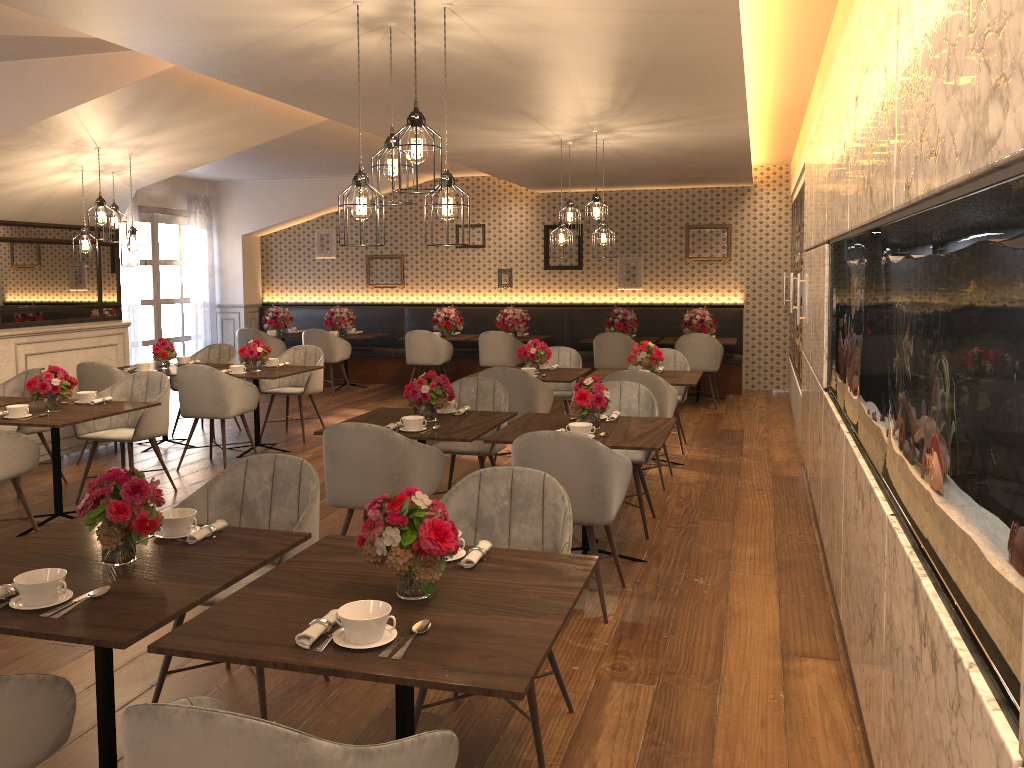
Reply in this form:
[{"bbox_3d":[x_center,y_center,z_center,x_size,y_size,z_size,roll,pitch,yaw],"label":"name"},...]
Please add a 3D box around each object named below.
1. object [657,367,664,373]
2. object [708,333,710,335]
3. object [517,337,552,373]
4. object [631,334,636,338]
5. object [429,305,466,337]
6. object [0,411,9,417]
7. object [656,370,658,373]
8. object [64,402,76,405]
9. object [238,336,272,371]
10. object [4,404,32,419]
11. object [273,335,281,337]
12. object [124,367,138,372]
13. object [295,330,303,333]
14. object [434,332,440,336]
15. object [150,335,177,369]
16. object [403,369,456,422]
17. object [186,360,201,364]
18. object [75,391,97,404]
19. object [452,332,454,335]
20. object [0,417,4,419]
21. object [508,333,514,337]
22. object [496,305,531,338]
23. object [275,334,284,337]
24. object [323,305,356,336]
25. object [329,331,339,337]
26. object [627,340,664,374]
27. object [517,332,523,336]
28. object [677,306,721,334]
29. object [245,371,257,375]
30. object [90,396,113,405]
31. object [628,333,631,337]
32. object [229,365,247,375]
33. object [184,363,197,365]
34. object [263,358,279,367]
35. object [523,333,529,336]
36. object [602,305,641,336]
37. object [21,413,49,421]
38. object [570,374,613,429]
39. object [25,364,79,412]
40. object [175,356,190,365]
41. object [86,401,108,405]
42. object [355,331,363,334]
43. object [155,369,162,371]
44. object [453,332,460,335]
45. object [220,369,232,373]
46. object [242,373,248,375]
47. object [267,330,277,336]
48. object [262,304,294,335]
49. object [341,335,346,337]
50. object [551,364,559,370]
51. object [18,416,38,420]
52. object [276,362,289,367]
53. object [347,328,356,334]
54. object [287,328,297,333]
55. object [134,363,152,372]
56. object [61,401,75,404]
[{"bbox_3d":[1.257,-0.122,7.479,0.056,0.039,0.176,1,7,16],"label":"object"},{"bbox_3d":[2.416,-0.609,11.125,0.148,0.072,0.149,-4,8,-32],"label":"object"},{"bbox_3d":[0.192,-0.247,7.483,0.305,0.300,0.235,-1,5,-7],"label":"object"},{"bbox_3d":[1.561,-0.617,11.365,0.056,0.039,0.176,1,7,16],"label":"object"},{"bbox_3d":[-0.851,-0.837,11.723,0.420,0.423,0.407,-4,6,-31],"label":"object"},{"bbox_3d":[-3.072,0.180,5.340,0.056,0.039,0.176,1,7,16],"label":"object"},{"bbox_3d":[1.222,-0.114,7.480,0.025,0.024,0.193,1,7,16],"label":"object"},{"bbox_3d":[-2.915,0.126,5.901,0.022,0.004,0.212,2,7,15],"label":"object"},{"bbox_3d":[-2.253,-0.266,7.780,0.234,0.300,0.306,3,7,35],"label":"object"},{"bbox_3d":[-2.963,0.167,5.308,0.148,0.072,0.149,-2,7,-17],"label":"object"},{"bbox_3d":[-3.196,-0.658,12.092,0.022,0.004,0.212,2,7,15],"label":"object"},{"bbox_3d":[-3.358,-0.133,7.824,0.056,0.039,0.176,1,7,16],"label":"object"},{"bbox_3d":[-3.039,-0.747,12.651,0.056,0.039,0.176,1,7,16],"label":"object"},{"bbox_3d":[-0.989,-0.626,11.446,0.148,0.072,0.149,-4,7,-27],"label":"object"},{"bbox_3d":[-3.161,-0.291,8.021,0.234,0.300,0.306,-1,6,-9],"label":"object"},{"bbox_3d":[-0.475,0.060,5.101,0.305,0.300,0.235,-1,5,-7],"label":"object"},{"bbox_3d":[-3.009,-0.203,8.358,0.056,0.039,0.176,1,7,16],"label":"object"},{"bbox_3d":[-2.833,0.090,5.903,0.148,0.072,0.149,-2,7,-17],"label":"object"},{"bbox_3d":[-0.860,-0.702,12.040,0.148,0.072,0.149,-4,7,-27],"label":"object"},{"bbox_3d":[-3.036,0.187,5.340,0.025,0.024,0.193,1,7,16],"label":"object"},{"bbox_3d":[-0.054,-0.599,11.185,0.148,0.072,0.149,-4,7,-27],"label":"object"},{"bbox_3d":[0.019,-0.801,11.377,0.420,0.423,0.407,1,6,18],"label":"object"},{"bbox_3d":[-3.171,-0.662,12.078,0.043,0.015,0.198,2,8,19],"label":"object"},{"bbox_3d":[-2.342,-0.868,12.047,0.419,0.423,0.407,0,6,4],"label":"object"},{"bbox_3d":[-2.385,-0.665,11.836,0.148,0.072,0.149,-4,7,-27],"label":"object"},{"bbox_3d":[1.098,-0.217,7.197,0.305,0.300,0.235,4,7,37],"label":"object"},{"bbox_3d":[0.075,-0.676,11.779,0.148,0.072,0.149,-4,7,-27],"label":"object"},{"bbox_3d":[2.273,-0.740,10.771,0.420,0.423,0.407,-4,6,-31],"label":"object"},{"bbox_3d":[-2.231,-0.091,7.530,0.043,0.015,0.198,2,8,19],"label":"object"},{"bbox_3d":[-2.723,0.110,5.873,0.056,0.039,0.176,1,7,16],"label":"object"},{"bbox_3d":[1.451,-0.637,11.395,0.148,0.072,0.149,-4,7,-27],"label":"object"},{"bbox_3d":[-2.338,-0.121,7.538,0.148,0.072,0.149,-2,7,-17],"label":"object"},{"bbox_3d":[-3.045,-0.196,8.358,0.025,0.024,0.193,1,7,16],"label":"object"},{"bbox_3d":[-2.209,-0.197,8.133,0.148,0.072,0.149,-2,7,-17],"label":"object"},{"bbox_3d":[0.185,-0.656,11.750,0.056,0.039,0.176,1,7,16],"label":"object"},{"bbox_3d":[1.365,-0.765,11.014,0.420,0.423,0.407,-4,7,-32],"label":"object"},{"bbox_3d":[-2.856,0.196,5.300,0.043,0.015,0.198,2,8,19],"label":"object"},{"bbox_3d":[0.434,0.090,4.816,0.234,0.300,0.306,1,6,17],"label":"object"},{"bbox_3d":[-2.878,0.020,5.550,0.234,0.300,0.306,3,7,35],"label":"object"},{"bbox_3d":[-3.119,-0.223,8.387,0.148,0.072,0.149,-2,7,-17],"label":"object"},{"bbox_3d":[-2.759,0.118,5.874,0.025,0.024,0.193,1,7,16],"label":"object"},{"bbox_3d":[-2.146,-0.722,12.401,0.056,0.039,0.176,1,7,16],"label":"object"},{"bbox_3d":[-3.141,-0.117,7.785,0.043,0.015,0.198,2,8,19],"label":"object"},{"bbox_3d":[-0.750,-0.682,12.011,0.056,0.039,0.176,1,7,16],"label":"object"},{"bbox_3d":[-2.447,-0.107,7.570,0.056,0.039,0.176,1,7,16],"label":"object"},{"bbox_3d":[-2.255,-0.087,7.545,0.022,0.004,0.212,2,7,15],"label":"object"},{"bbox_3d":[-3.278,-0.691,12.085,0.148,0.072,0.149,-4,7,-27],"label":"object"},{"bbox_3d":[-3.253,-0.894,12.307,0.420,0.423,0.407,-4,7,-32],"label":"object"},{"bbox_3d":[-2.278,-0.636,11.828,0.043,0.015,0.198,2,8,19],"label":"object"},{"bbox_3d":[0.372,-0.147,7.727,0.056,0.039,0.176,1,7,16],"label":"object"},{"bbox_3d":[-2.880,0.200,5.315,0.022,0.004,0.212,2,7,15],"label":"object"},{"bbox_3d":[-2.099,-0.177,8.103,0.056,0.039,0.176,1,7,16],"label":"object"},{"bbox_3d":[-2.256,-0.742,12.430,0.148,0.072,0.149,-4,7,-27],"label":"object"},{"bbox_3d":[-3.149,-0.767,12.680,0.148,0.072,0.149,-4,7,-27],"label":"object"},{"bbox_3d":[-3.248,-0.146,7.792,0.148,0.072,0.149,-2,7,-17],"label":"object"},{"bbox_3d":[-2.947,0.118,5.916,0.043,0.015,0.198,1,7,12],"label":"object"}]
